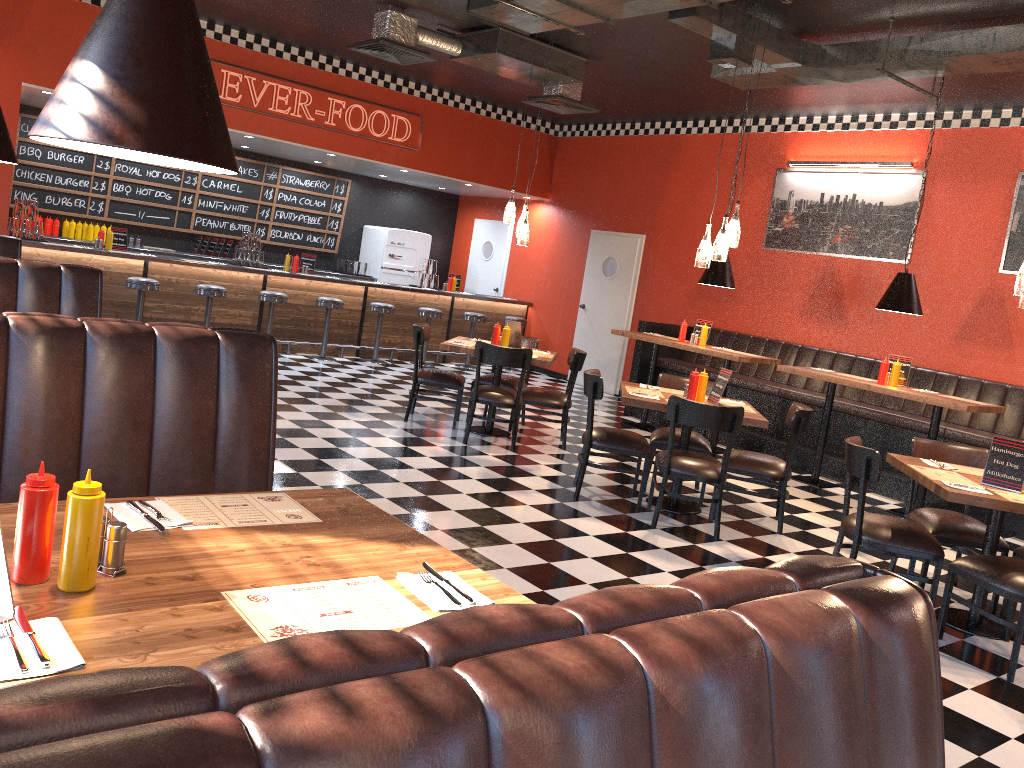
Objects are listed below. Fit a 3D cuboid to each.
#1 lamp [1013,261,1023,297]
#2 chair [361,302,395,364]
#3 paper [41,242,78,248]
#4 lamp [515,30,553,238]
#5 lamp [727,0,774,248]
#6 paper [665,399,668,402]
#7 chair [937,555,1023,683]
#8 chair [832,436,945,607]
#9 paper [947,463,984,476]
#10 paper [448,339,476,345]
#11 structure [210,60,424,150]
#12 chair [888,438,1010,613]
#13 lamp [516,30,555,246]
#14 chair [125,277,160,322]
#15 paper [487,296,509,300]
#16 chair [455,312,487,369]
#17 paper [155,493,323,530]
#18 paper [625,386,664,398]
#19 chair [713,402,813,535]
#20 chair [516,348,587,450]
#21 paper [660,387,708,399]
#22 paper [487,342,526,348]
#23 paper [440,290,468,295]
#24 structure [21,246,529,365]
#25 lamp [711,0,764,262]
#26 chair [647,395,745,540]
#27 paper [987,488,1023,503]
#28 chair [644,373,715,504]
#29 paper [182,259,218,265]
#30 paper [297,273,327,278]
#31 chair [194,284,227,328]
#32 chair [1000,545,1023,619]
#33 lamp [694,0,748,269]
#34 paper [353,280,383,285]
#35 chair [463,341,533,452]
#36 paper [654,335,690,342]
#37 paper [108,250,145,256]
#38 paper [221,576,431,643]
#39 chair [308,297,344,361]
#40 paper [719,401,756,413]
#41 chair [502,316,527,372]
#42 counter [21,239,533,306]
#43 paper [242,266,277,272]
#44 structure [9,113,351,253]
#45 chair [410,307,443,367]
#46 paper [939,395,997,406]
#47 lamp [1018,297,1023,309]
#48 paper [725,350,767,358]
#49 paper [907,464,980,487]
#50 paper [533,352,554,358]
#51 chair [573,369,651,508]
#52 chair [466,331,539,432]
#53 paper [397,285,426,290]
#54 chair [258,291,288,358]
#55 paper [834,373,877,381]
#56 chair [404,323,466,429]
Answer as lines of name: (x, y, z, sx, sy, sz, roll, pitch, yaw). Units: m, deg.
lamp: (2.797, -1.415, 4.492, 0.109, 1.958, 0.108, 12, 6, 32)
chair: (-1.741, -0.671, 11.553, 0.348, 0.771, 0.349, 9, 6, 5)
paper: (-4.801, -1.479, 9.434, 0.365, 0.001, 0.262, 3, 10, -38)
lamp: (0.223, -2.270, 7.884, 0.109, 1.958, 0.108, 13, 6, 37)
lamp: (1.678, -1.921, 6.118, 0.109, 1.958, 0.108, 11, 6, 22)
paper: (1.226, 0.149, 5.967, 0.365, 0.001, 0.262, 9, 8, 4)
chair: (2.480, 0.921, 4.244, 0.485, 0.864, 0.548, 7, 6, -17)
chair: (2.021, 0.772, 4.824, 0.545, 0.864, 0.488, 10, 6, 9)
paper: (2.637, 0.498, 4.996, 0.365, 0.001, 0.262, 10, 8, 7)
paper: (-0.420, -0.375, 7.964, 0.261, 0.001, 0.367, 9, 8, 5)
structure: (-2.317, -3.335, 10.756, 2.871, 0.437, 0.122, 3, 8, -39)
chair: (2.588, 0.804, 5.235, 0.486, 0.864, 0.547, 9, 6, 0)
lamp: (0.236, -2.193, 7.769, 0.108, 1.958, 0.109, 9, 5, 7)
chair: (-4.061, -0.771, 9.650, 0.349, 0.771, 0.349, 10, 6, 10)
paper: (-0.201, -1.287, 13.258, 0.365, 0.001, 0.263, 5, 9, -29)
chair: (-0.580, -0.621, 12.505, 0.348, 0.771, 0.350, 5, 7, -34)
paper: (-0.729, 0.335, 2.363, 0.365, 0.001, 0.262, 3, 10, -38)
paper: (0.946, 0.056, 6.332, 0.261, 0.001, 0.367, 9, 8, 3)
chair: (1.756, 0.542, 6.219, 0.545, 0.864, 0.487, 10, 6, 14)
chair: (0.335, 0.095, 7.907, 0.544, 0.864, 0.488, 9, 6, 0)
paper: (1.276, 0.066, 6.633, 0.365, 0.001, 0.262, 9, 8, 4)
paper: (-0.067, -0.361, 8.263, 0.366, 0.001, 0.262, 10, 8, 8)
paper: (-0.820, -1.314, 12.751, 0.365, 0.001, 0.262, 3, 10, -39)
structure: (-2.507, -0.793, 11.266, 7.030, 1.035, 0.217, 3, 8, -39)
lamp: (1.574, -1.811, 6.030, 0.108, 1.958, 0.109, 9, 5, 2)
chair: (1.189, 0.511, 5.808, 0.487, 0.864, 0.546, 9, 6, 5)
paper: (2.580, 0.575, 4.359, 0.365, 0.001, 0.262, 9, 8, 4)
chair: (1.297, 0.393, 6.799, 0.487, 0.864, 0.546, 10, 6, 8)
paper: (-3.679, -1.437, 10.402, 0.365, 0.001, 0.262, 3, 10, -38)
paper: (-2.553, -1.385, 11.300, 0.365, 0.001, 0.262, 3, 10, -38)
chair: (-3.481, -0.746, 10.126, 0.349, 0.771, 0.349, 10, 6, 10)
chair: (3.064, 0.947, 4.716, 0.544, 0.864, 0.488, 9, 6, -2)
lamp: (1.479, -1.778, 6.120, 0.108, 1.958, 0.109, 6, 6, -28)
paper: (-1.946, -1.357, 11.791, 0.365, 0.001, 0.262, 2, 10, -43)
chair: (-0.124, 0.078, 7.513, 0.486, 0.864, 0.547, 9, 6, 0)
paper: (1.744, -0.494, 9.611, 0.260, 0.001, 0.367, 3, 10, -37)
paper: (-4.288, -1.459, 9.873, 0.365, 0.001, 0.262, 3, 10, -38)
paper: (-0.377, 0.461, 1.829, 0.365, 0.001, 0.262, 3, 10, -37)
chair: (-2.321, -0.696, 11.078, 0.348, 0.771, 0.349, 9, 6, 5)
paper: (1.577, 0.159, 6.290, 0.261, 0.001, 0.367, 10, 8, 6)
chair: (0.000, -0.596, 12.981, 0.348, 0.771, 0.349, 9, 6, 5)
counter: (-2.616, -1.389, 11.456, 7.030, 0.050, 0.679, 2, 10, -39)
paper: (-3.089, -1.409, 10.869, 0.365, 0.001, 0.262, 3, 10, -38)
structure: (-4.356, -2.657, 12.247, 4.536, 1.142, 0.201, 3, 8, -39)
chair: (-1.161, -0.646, 12.029, 0.348, 0.771, 0.350, 4, 7, -39)
paper: (3.705, 0.132, 7.218, 0.260, 0.001, 0.367, 3, 10, -37)
lamp: (2.874, -1.355, 4.586, 0.108, 1.958, 0.109, 6, 6, -28)
paper: (2.331, -0.303, 8.868, 0.260, 0.001, 0.367, 3, 10, -37)
paper: (2.289, 0.485, 4.691, 0.261, 0.001, 0.367, 9, 8, 4)
paper: (0.238, -0.265, 7.904, 0.261, 0.001, 0.367, 9, 8, 5)
chair: (0.714, 0.367, 6.328, 0.544, 0.864, 0.488, 9, 6, 3)
chair: (-0.077, -0.044, 8.468, 0.487, 0.864, 0.545, 11, 6, 17)
paper: (-1.402, -1.340, 12.283, 0.365, 0.001, 0.262, 3, 10, -38)
chair: (-2.901, -0.721, 10.602, 0.348, 0.771, 0.350, 9, 6, 0)
paper: (3.090, -0.061, 7.947, 0.260, 0.001, 0.367, 3, 10, -37)
chair: (-0.696, -0.089, 8.090, 0.544, 0.864, 0.488, 9, 6, 0)
